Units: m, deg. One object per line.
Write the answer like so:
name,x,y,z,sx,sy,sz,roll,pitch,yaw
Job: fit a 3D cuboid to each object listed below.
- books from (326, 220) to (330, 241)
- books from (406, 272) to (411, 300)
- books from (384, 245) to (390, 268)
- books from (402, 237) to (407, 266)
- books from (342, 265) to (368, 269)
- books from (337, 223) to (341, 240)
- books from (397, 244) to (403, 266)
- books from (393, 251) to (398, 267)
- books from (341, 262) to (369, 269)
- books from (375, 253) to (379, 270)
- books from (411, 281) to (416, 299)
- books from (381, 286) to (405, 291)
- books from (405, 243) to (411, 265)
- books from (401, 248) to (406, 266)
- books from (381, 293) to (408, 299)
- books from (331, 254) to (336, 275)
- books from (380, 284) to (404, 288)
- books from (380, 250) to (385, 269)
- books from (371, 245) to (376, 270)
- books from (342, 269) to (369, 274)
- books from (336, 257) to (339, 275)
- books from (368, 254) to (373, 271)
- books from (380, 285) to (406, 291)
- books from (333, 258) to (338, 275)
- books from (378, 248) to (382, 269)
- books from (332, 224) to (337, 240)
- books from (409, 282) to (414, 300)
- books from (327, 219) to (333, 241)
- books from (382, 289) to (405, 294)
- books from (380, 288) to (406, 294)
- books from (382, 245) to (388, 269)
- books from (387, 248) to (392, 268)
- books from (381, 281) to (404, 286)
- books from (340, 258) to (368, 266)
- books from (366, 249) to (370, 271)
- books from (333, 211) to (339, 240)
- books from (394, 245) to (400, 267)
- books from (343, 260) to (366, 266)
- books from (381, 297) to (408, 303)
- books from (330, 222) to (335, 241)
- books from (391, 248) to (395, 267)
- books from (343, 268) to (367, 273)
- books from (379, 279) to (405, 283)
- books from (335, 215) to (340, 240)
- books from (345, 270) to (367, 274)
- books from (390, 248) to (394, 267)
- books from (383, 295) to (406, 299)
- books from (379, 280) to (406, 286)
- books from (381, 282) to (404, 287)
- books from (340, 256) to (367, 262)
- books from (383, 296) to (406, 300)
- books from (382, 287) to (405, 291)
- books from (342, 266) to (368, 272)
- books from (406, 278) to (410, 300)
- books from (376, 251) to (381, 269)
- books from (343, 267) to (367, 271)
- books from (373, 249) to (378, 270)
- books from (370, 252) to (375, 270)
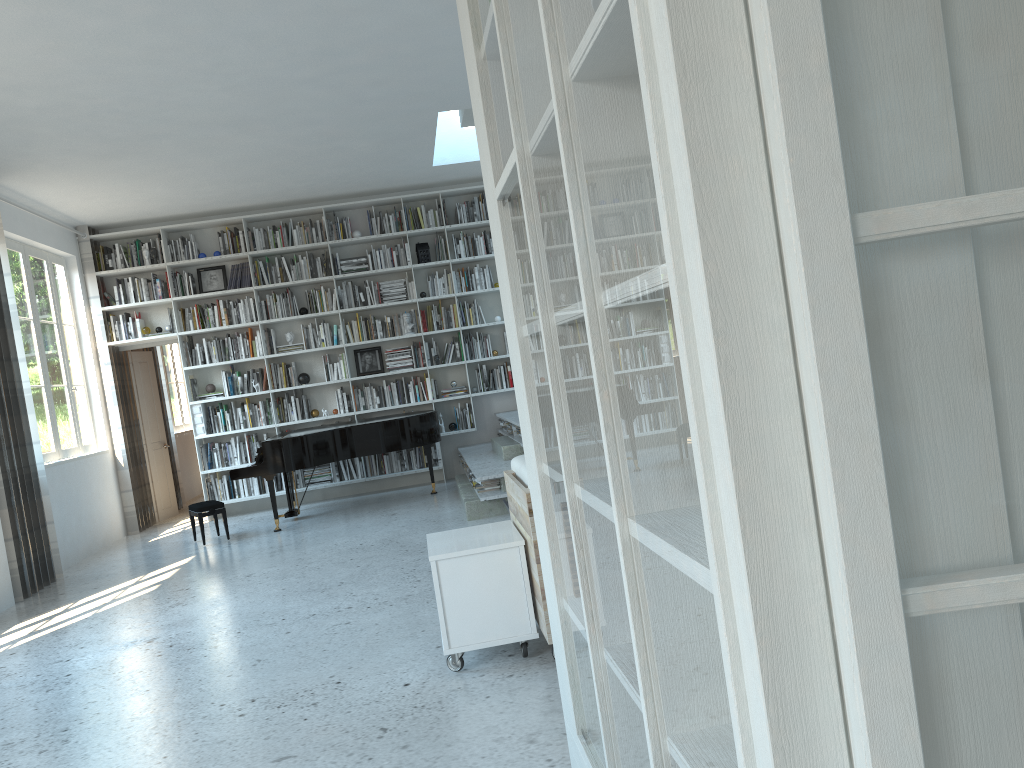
books,-1.985,-1.643,9.625,0.012,0.254,0.161,-9,2,-6
books,-1.136,-1.064,9.731,0.012,0.319,0.139,-9,2,-6
books,-1.362,-1.375,9.688,0.023,0.269,0.184,-9,2,-6
books,-1.178,-1.436,9.711,0.012,0.334,0.155,-9,2,-6
books,-1.710,-1.265,9.660,0.285,0.012,0.159,-9,1,-8
books,-1.874,-1.636,9.645,0.011,0.205,0.145,-9,2,-6
books,-1.222,-1.393,9.712,0.029,0.261,0.133,-9,2,-6
books,-1.274,-1.347,9.692,0.029,0.188,0.176,-9,2,-6
books,-1.710,-1.283,9.652,0.285,0.024,0.159,-9,1,-1
books,-1.469,-1.326,9.690,0.011,0.204,0.133,-9,2,-6
books,-1.078,-1.015,9.742,0.030,0.205,0.158,-9,2,-6
books,-1.302,-1.043,9.711,0.254,0.012,0.161,-9,1,-4
books,-1.130,-1.393,9.653,0.037,0.237,0.272,-9,2,-6
books,-1.188,-1.368,9.703,0.029,0.202,0.191,-9,2,-6
books,-1.289,-0.959,9.712,0.285,0.012,0.159,-9,1,-9
books,-1.931,-1.280,9.639,0.012,0.254,0.161,-9,2,-6
books,-1.305,-1.067,9.704,0.254,0.012,0.161,-9,1,-1
books,-1.412,-1.342,9.684,0.028,0.219,0.183,-9,2,-6
books,-1.504,-1.360,9.657,0.011,0.284,0.190,-9,2,-6
books,-1.702,-1.217,9.659,0.285,0.012,0.159,-9,1,-3
books,-1.888,-1.268,9.637,0.013,0.218,0.141,-9,2,-6
books,-1.539,-1.306,9.666,0.025,0.187,0.193,-9,2,-6
books,-1.304,-1.055,9.713,0.285,0.012,0.159,-9,1,-7
books,-1.905,-1.257,9.622,0.027,0.201,0.167,-9,2,-6
books,-1.435,-1.351,9.691,0.012,0.244,0.131,-9,2,-6
books,-1.913,-1.624,9.620,0.026,0.194,0.166,-9,2,-6
books,-1.106,-1.008,9.733,0.029,0.198,0.172,-9,2,-6
books,-1.964,-1.645,9.608,0.026,0.253,0.185,-9,2,-6
books,-1.297,-1.007,9.715,0.254,0.012,0.161,-9,1,-5
books,-1.298,-1.019,9.710,0.285,0.012,0.159,-9,1,-3
books,-1.390,-1.373,9.706,0.029,0.273,0.140,-9,2,-6
books,-1.335,-1.355,9.683,0.023,0.223,0.190,-9,2,-6
books,-1.310,-1.093,9.714,0.254,0.012,0.161,-9,1,-6
books,-1.719,-1.331,9.658,0.285,0.024,0.159,-9,1,-4
books,-1.563,-1.336,9.667,0.012,0.254,0.161,-9,2,-6
books,-1.906,-1.699,9.633,0.014,0.341,0.145,-9,2,-6
books,-1.249,-1.381,9.694,0.032,0.248,0.173,-9,2,-6
books,-1.714,-1.307,9.654,0.254,0.025,0.161,-9,1,-10
books,-1.284,-0.923,9.718,0.285,0.012,0.159,-9,1,-5
books,-1.941,-1.637,9.630,0.023,0.228,0.157,-9,2,-6
books,-1.298,-1.365,9.693,0.012,0.230,0.158,-9,2,-6
books,-1.704,-1.229,9.655,0.254,0.012,0.161,-9,1,-1
books,-1.313,-1.117,9.708,0.285,0.012,0.159,-9,1,-4
books,-1.890,-1.679,9.630,0.010,0.296,0.153,-9,2,-6
books,-1.700,-1.205,9.658,0.254,0.012,0.161,-9,1,-2
books,-1.310,-1.363,9.698,0.010,0.230,0.152,-9,2,-6
books,-1.288,-0.948,9.717,0.254,0.012,0.161,-9,1,-7
books,-1.311,-1.105,9.702,0.285,0.012,0.159,-9,1,-11
books,-1.308,-1.081,9.710,0.254,0.012,0.161,-9,1,-4
books,-1.723,-1.355,9.662,0.285,0.024,0.159,-9,1,-6
books,-1.286,-0.935,9.720,0.254,0.012,0.161,-9,1,-6
books,-1.300,-1.031,9.710,0.254,0.012,0.161,-9,1,-9
books,-1.708,-1.253,9.658,0.285,0.012,0.159,-9,1,-9
books,-1.141,-1.030,9.716,0.012,0.254,0.161,-9,2,-6
books,-1.450,-1.334,9.677,0.027,0.216,0.190,-9,2,-6
books,-1.706,-1.241,9.659,0.254,0.012,0.161,-9,1,-9
books,-1.486,-1.340,9.675,0.021,0.237,0.171,-9,2,-6
books,-1.521,-1.328,9.697,0.024,0.223,0.128,-9,2,-6
